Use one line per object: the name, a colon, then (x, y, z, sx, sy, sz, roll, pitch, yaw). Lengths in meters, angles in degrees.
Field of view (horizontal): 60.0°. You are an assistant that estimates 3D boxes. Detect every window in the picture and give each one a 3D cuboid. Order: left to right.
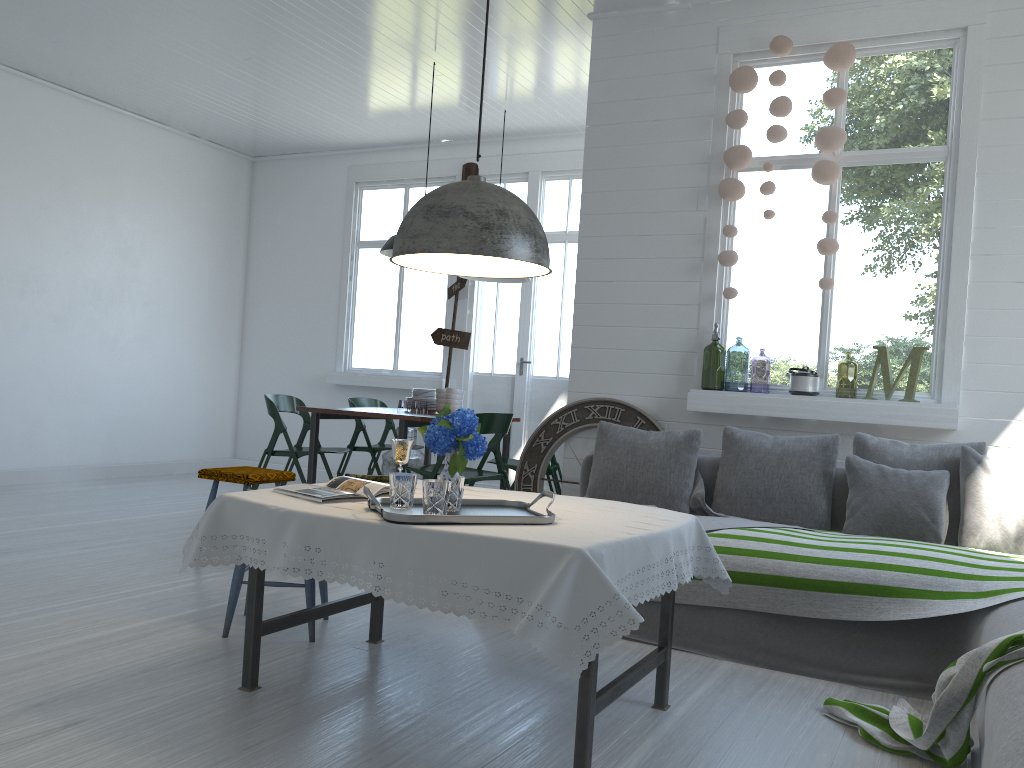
window: (-1.229, -1.156, 9.393, 1.481, 2.398, 0.254, 4, 1, 27)
window: (1.856, -0.987, 5.166, 1.481, 2.398, 0.254, 4, 1, 27)

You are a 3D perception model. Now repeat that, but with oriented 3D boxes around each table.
table: (-0.767, 0.682, 6.969, 1.170, 0.930, 1.696, 4, 0, 25)
table: (-0.176, 0.798, 3.272, 1.669, 0.725, 1.328, 4, 0, 28)

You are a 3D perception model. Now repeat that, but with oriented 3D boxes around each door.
door: (0.104, -0.524, 8.689, 1.609, 3.481, 0.254, 4, 1, 27)

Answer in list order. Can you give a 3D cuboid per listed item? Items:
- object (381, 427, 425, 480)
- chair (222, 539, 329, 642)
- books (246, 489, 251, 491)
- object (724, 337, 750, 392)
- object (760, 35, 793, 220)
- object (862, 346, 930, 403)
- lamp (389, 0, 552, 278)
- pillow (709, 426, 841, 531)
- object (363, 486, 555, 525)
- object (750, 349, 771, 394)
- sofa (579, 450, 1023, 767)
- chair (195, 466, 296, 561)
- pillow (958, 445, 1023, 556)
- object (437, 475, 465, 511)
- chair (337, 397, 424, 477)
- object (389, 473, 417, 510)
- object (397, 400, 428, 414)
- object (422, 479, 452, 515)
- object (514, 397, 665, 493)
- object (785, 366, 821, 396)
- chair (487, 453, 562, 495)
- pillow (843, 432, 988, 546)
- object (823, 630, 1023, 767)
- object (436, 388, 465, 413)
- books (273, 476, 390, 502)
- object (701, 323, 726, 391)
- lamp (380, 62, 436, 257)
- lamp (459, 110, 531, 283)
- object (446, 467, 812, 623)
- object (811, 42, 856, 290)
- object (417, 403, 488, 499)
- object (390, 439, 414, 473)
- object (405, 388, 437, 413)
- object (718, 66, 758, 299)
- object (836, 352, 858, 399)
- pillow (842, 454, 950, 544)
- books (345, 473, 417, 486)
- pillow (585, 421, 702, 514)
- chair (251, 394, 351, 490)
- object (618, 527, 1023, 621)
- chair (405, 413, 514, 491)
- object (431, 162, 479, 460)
object: (-1.064, 0.784, 8.772, 0.450, 0.725, 0.450, 4, 0, 7)
chair: (-1.041, 0.829, 4.015, 0.419, 0.563, 0.419, 4, 0, -3)
books: (-1.124, 0.497, 3.966, 0.133, 0.022, 0.189, 4, 0, -12)
object: (1.366, -0.116, 5.368, 0.137, 0.335, 0.137, 4, 1, 34)
object: (1.577, -1.519, 5.276, 0.153, 1.089, 0.150, 3, 1, -27)
object: (2.146, -0.054, 4.966, 0.330, 0.311, 0.052, 4, 0, 37)
lamp: (-0.084, -1.453, 3.262, 0.601, 2.045, 0.600, 4, 0, -2)
pillow: (1.433, 0.509, 4.847, 0.641, 0.520, 0.280, 4, 0, 28)
object: (-0.172, 0.398, 2.977, 0.651, 0.092, 0.398, 4, 0, -21)
object: (1.487, -0.076, 5.298, 0.111, 0.270, 0.111, 3, 1, -45)
sofa: (1.191, 0.852, 3.280, 3.392, 0.899, 3.409, 4, 0, 27)
chair: (-1.619, 0.802, 5.377, 0.419, 0.563, 0.419, 4, 0, 27)
pillow: (2.472, 0.579, 4.236, 0.616, 0.526, 0.344, 4, 0, 26)
object: (-0.211, 0.372, 3.025, 0.095, 0.119, 0.095, 4, 0, 11)
chair: (-1.188, 0.640, 7.983, 0.730, 1.007, 0.651, 4, 0, 17)
object: (-0.371, 0.361, 2.992, 0.096, 0.119, 0.095, 4, 0, -39)
object: (-0.760, 0.177, 6.850, 0.172, 0.098, 0.241, 4, 0, 31)
object: (-0.245, 0.369, 2.848, 0.096, 0.119, 0.095, 4, 0, -39)
object: (0.519, 0.651, 5.635, 1.111, 1.138, 0.585, 4, 0, 12)
object: (1.711, -0.017, 5.202, 0.186, 0.174, 0.208, 4, 0, 8)
chair: (0.169, 0.721, 6.991, 0.730, 1.007, 0.651, 4, 0, 7)
pillow: (2.047, 0.549, 4.519, 0.638, 0.561, 0.279, 4, 0, 28)
object: (1.676, 0.854, 2.733, 0.623, 0.833, 1.580, 4, 0, -38)
object: (-0.485, 0.137, 6.847, 0.150, 0.216, 0.309, 4, 0, -30)
books: (-0.621, 0.386, 3.300, 0.300, 0.049, 0.422, 3, -1, 42)
object: (1.238, -0.167, 5.415, 0.136, 0.415, 0.136, 4, 1, 24)
lamp: (-0.646, -1.734, 6.836, 0.650, 1.499, 0.650, 4, 0, 24)
lamp: (-0.108, -1.690, 7.886, 0.650, 1.499, 0.650, 4, 0, -18)
object: (0.551, 0.828, 4.772, 1.685, 0.924, 1.212, 4, 0, -22)
object: (1.844, -1.254, 5.137, 0.200, 1.427, 0.197, 4, 1, 38)
object: (-0.212, 0.256, 3.241, 0.236, 0.377, 0.266, 4, 0, 29)
object: (-0.445, 0.319, 3.550, 0.098, 0.192, 0.098, 3, 0, -43)
object: (-0.709, 0.135, 7.120, 0.300, 0.195, 0.305, 4, 0, -27)
object: (1.357, -1.212, 5.382, 0.194, 1.405, 0.197, 4, 1, -12)
object: (1.923, -0.049, 5.085, 0.111, 0.270, 0.111, 3, 1, -45)
pillow: (1.916, 0.595, 4.429, 0.528, 0.445, 0.277, 4, 0, 42)
books: (-0.548, 0.399, 3.601, 0.300, 0.043, 0.229, 4, 0, 1)
pillow: (0.745, 0.494, 5.096, 0.638, 0.522, 0.279, 4, 0, 27)
chair: (-1.677, 0.600, 7.026, 0.730, 1.007, 0.651, 4, 0, 7)
object: (1.468, 0.950, 4.183, 3.162, 0.473, 1.044, 4, 0, 28)
chair: (-0.334, 0.680, 6.005, 0.730, 1.007, 0.651, 4, 0, 27)
object: (-0.577, -0.550, 8.897, 0.361, 3.421, 0.413, 3, 1, -30)
